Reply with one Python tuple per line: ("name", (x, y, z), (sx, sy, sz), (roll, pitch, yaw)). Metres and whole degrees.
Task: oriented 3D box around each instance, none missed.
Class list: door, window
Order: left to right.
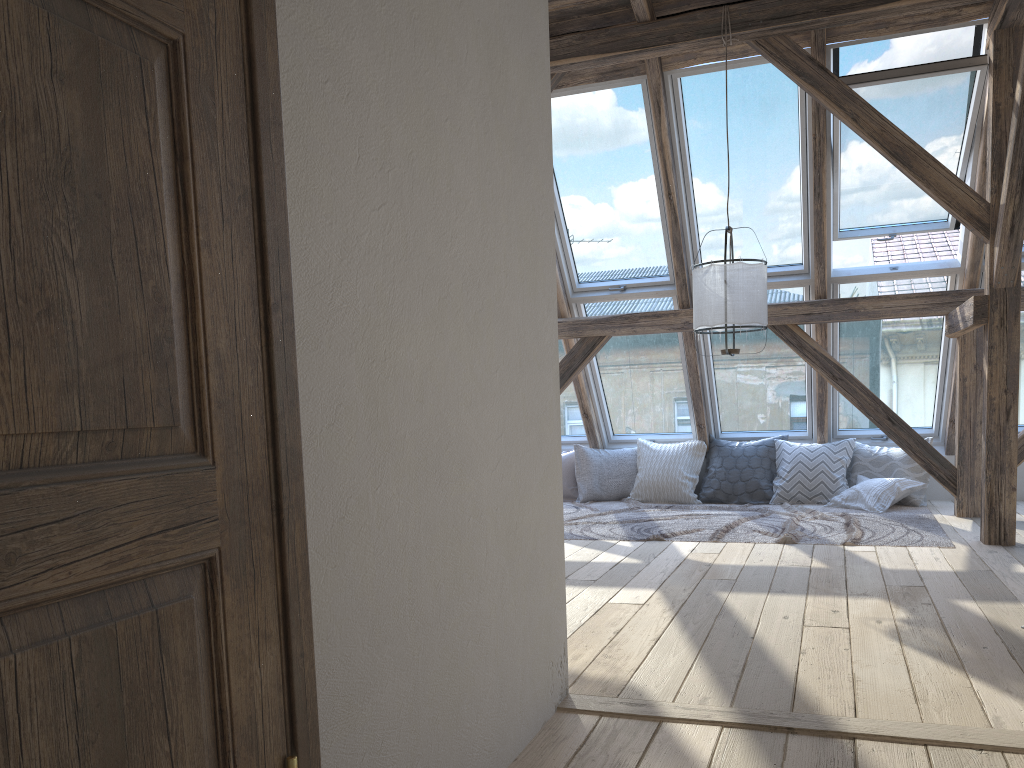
("door", (-0.453, -0.159, 0.824), (0.082, 2.090, 0.833), (0, 5, 20))
("window", (0.161, -0.046, 7.380), (0.856, 1.288, 1.087), (-1, 3, 20))
("window", (0.643, -1.291, 6.014), (0.856, 1.288, 1.087), (-1, 3, 20))
("window", (1.026, -0.084, 7.064), (0.856, 1.288, 1.087), (-1, 3, 20))
("window", (1.507, -1.329, 5.698), (0.856, 1.288, 1.087), (-1, 3, 20))
("window", (1.890, -0.123, 6.748), (0.856, 1.288, 1.087), (-1, 3, 20))
("window", (2.754, -0.162, 6.433), (0.856, 1.288, 1.087), (-1, 3, 20))
("window", (2.388, -1.368, 5.429), (0.856, 1.287, 1.396), (-1, 2, 20))
("window", (3.618, -0.200, 6.117), (0.856, 1.288, 1.087), (-1, 3, 20))
("window", (3.236, -1.407, 5.067), (0.856, 1.288, 1.087), (-1, 3, 20))

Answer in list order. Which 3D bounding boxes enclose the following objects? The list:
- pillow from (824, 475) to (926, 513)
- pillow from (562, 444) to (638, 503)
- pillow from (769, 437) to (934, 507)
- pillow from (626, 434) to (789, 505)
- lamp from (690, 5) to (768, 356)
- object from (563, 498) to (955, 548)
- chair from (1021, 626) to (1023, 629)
("pillow", (2.608, 0.804, 6.380), (0.473, 0.244, 0.535), (-2, 0, -29))
("pillow", (0.642, 0.768, 7.495), (1.134, 0.530, 0.431), (-2, 3, 12))
("pillow", (2.584, 0.673, 6.712), (1.155, 0.539, 0.497), (-2, 2, 25))
("pillow", (1.565, 0.691, 7.127), (1.273, 0.568, 0.464), (-2, 3, 21))
("lamp", (1.201, -1.112, 4.872), (0.398, 1.913, 0.404), (-5, 6, -29))
("object", (1.258, 0.920, 6.242), (3.189, 0.057, 2.175), (-3, -1, 20))
("chair", (1.970, 0.525, 3.018), (0.352, 0.642, 0.352), (-5, 5, -36))
